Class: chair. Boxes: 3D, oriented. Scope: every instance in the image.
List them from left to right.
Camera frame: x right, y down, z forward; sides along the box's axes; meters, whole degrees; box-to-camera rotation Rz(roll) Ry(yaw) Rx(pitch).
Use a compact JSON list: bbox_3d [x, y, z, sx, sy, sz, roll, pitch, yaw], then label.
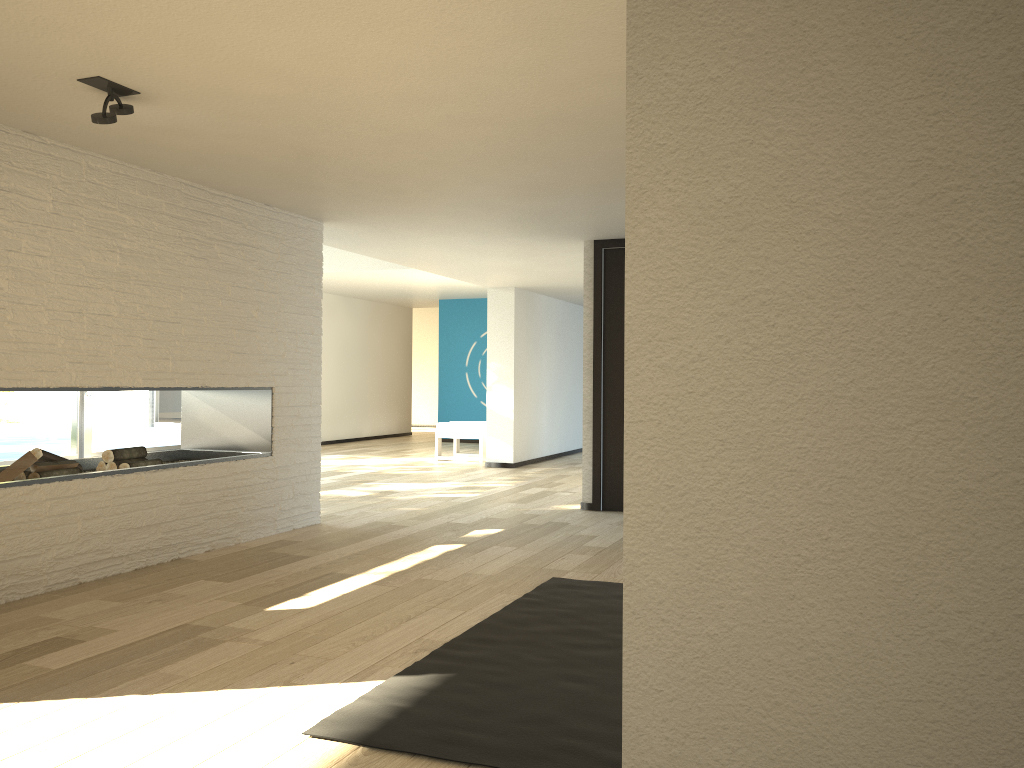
[{"bbox_3d":[-0.510,0.681,10.610,0.611,0.442,0.610,0,0,21],"label":"chair"}]

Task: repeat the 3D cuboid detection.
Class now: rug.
[{"bbox_3d":[0.279,0.905,3.032,0.979,0.011,1.998,0,0,21],"label":"rug"}]

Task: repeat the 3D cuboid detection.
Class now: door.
[{"bbox_3d":[-4.191,-0.141,6.986,19.440,2.374,22.945,0,0,21],"label":"door"},{"bbox_3d":[1.024,-0.062,6.248,0.920,1.948,0.108,0,-1,21],"label":"door"}]

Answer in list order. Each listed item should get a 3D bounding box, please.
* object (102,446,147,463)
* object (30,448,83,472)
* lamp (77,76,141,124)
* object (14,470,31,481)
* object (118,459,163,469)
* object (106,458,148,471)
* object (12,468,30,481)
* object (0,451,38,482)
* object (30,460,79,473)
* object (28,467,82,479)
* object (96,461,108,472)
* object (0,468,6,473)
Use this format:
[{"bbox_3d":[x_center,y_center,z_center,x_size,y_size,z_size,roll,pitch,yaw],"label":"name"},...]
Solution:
[{"bbox_3d":[-2.067,0.375,4.737,0.082,0.073,0.237,0,0,20],"label":"object"},{"bbox_3d":[-2.229,0.390,4.334,0.093,0.170,0.271,0,0,20],"label":"object"},{"bbox_3d":[-1.428,-0.979,3.154,0.135,0.153,0.234,0,0,21],"label":"lamp"},{"bbox_3d":[-2.236,0.439,4.214,0.076,0.076,0.236,0,0,20],"label":"object"},{"bbox_3d":[-1.962,0.440,4.695,0.082,0.073,0.237,0,0,20],"label":"object"},{"bbox_3d":[-2.040,0.439,4.714,0.076,0.076,0.236,0,0,20],"label":"object"},{"bbox_3d":[-2.300,0.438,4.253,0.075,0.074,0.245,0,0,20],"label":"object"},{"bbox_3d":[-2.284,0.392,4.054,0.064,0.165,0.225,0,0,20],"label":"object"},{"bbox_3d":[-2.184,0.397,4.231,0.064,0.060,0.229,0,0,22],"label":"object"},{"bbox_3d":[-2.159,0.439,4.195,0.082,0.073,0.237,0,0,20],"label":"object"},{"bbox_3d":[-2.103,0.439,4.753,0.075,0.074,0.245,0,0,20],"label":"object"},{"bbox_3d":[-2.404,0.437,4.089,0.075,0.074,0.245,0,0,0],"label":"object"}]
